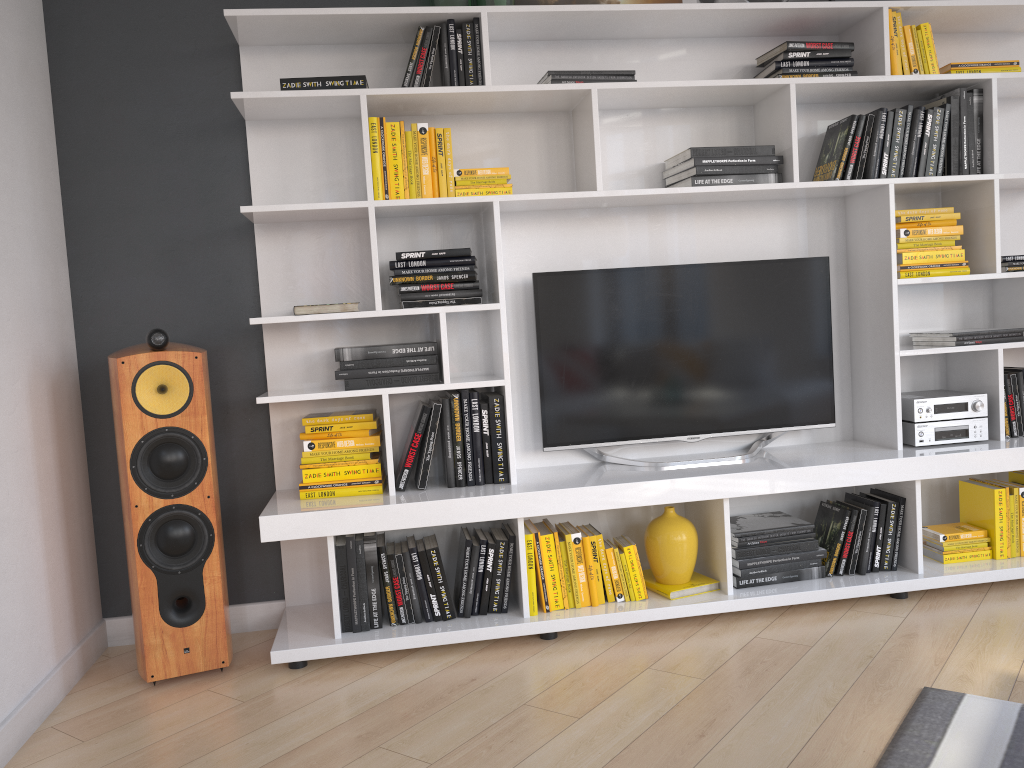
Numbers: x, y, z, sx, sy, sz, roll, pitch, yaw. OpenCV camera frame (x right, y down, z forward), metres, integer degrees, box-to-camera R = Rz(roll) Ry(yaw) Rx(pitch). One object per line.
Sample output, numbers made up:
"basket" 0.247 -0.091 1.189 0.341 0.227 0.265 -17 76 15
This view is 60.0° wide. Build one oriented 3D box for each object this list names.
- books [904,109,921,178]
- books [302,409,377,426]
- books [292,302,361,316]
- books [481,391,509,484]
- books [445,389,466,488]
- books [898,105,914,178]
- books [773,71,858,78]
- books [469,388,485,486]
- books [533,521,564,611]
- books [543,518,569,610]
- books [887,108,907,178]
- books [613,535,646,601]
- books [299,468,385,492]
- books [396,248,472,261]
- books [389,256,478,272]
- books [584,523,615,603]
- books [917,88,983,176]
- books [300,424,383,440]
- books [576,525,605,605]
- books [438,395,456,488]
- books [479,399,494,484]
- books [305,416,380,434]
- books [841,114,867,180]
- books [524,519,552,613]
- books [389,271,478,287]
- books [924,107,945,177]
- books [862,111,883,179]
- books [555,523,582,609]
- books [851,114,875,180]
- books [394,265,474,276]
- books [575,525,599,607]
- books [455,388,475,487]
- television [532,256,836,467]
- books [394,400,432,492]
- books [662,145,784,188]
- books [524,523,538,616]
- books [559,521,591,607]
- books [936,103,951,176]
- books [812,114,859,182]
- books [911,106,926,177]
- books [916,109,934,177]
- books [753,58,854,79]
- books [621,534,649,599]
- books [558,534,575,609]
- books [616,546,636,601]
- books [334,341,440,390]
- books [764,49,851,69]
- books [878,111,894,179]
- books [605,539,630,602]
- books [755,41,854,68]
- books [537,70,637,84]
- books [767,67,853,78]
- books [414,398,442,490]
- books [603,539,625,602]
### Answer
"books" 1.399 -0.847 3.193 0.069 0.242 0.172 -4 4 -7
"books" -0.588 0.114 3.044 0.234 0.024 0.171 -4 4 -4
"books" -0.624 -0.246 2.959 0.209 0.030 0.266 -5 4 -15
"books" -0.060 0.181 3.081 0.051 0.297 0.230 -4 4 -8
"books" -0.195 0.183 3.063 0.034 0.314 0.237 -4 4 -8
"books" 1.373 -0.857 3.217 0.066 0.260 0.197 -4 4 -8
"books" 1.049 -1.071 3.171 0.284 0.030 0.214 -4 4 -5
"books" -0.134 0.178 3.075 0.034 0.315 0.239 -4 4 -8
"books" 0.118 0.615 3.019 0.066 0.258 0.198 -4 4 -8
"books" 0.148 0.610 3.022 0.038 0.267 0.202 -4 4 -8
"books" 1.340 -0.850 3.212 0.084 0.249 0.191 -4 4 -8
"books" 0.400 0.628 3.039 0.067 0.193 0.148 -4 4 -7
"books" -0.574 0.325 3.022 0.269 0.025 0.213 -4 4 -5
"books" -0.260 -0.434 3.004 0.246 0.026 0.180 -4 4 -1
"books" -0.263 -0.407 3.033 0.284 0.030 0.214 -4 4 0
"books" 0.298 0.613 3.051 0.056 0.235 0.172 -4 4 -9
"books" 1.604 -0.901 3.274 0.128 0.321 0.259 -4 4 -8
"books" -0.581 0.164 3.028 0.238 0.023 0.167 -3 4 7
"books" 0.268 0.615 3.037 0.043 0.235 0.171 -4 4 -10
"books" -0.225 0.193 3.054 0.028 0.301 0.213 -4 4 -8
"books" -0.099 0.195 3.074 0.028 0.272 0.200 -4 4 -8
"books" -0.573 0.139 3.024 0.234 0.024 0.171 -4 4 -4
"books" 1.189 -0.830 3.192 0.096 0.234 0.187 -4 4 -8
"books" 0.083 0.612 3.008 0.048 0.271 0.213 -4 4 -8
"books" -0.261 -0.355 3.013 0.284 0.030 0.214 -4 4 0
"books" 1.481 -0.860 3.229 0.084 0.249 0.191 -4 4 -8
"books" 1.258 -0.836 3.175 0.069 0.242 0.172 -4 4 -7
"books" 0.190 0.614 3.015 0.041 0.252 0.180 -4 4 -8
"books" 1.222 -0.832 3.183 0.081 0.233 0.169 -4 4 -9
"books" -0.264 -0.380 3.014 0.264 0.020 0.189 -4 4 -5
"books" 0.248 0.616 3.014 0.043 0.240 0.169 -4 4 -9
"books" -0.164 0.174 3.070 0.026 0.326 0.237 -4 4 -8
"television" 0.635 -0.077 3.204 1.102 0.704 0.207 -4 4 -8
"books" -0.343 0.207 3.053 0.142 0.284 0.232 -4 4 -8
"books" 0.746 -0.752 3.161 0.343 0.137 0.277 -5 4 -13
"books" 0.048 0.616 2.982 0.029 0.270 0.204 -4 4 -8
"books" 0.213 0.612 3.029 0.055 0.252 0.185 -4 4 -10
"books" 1.514 -0.867 3.235 0.066 0.260 0.197 -4 4 -8
"books" 1.156 -0.828 3.183 0.104 0.234 0.182 -4 4 -8
"books" 1.417 -0.857 3.222 0.075 0.254 0.192 -4 4 -9
"books" 1.445 -0.854 3.213 0.071 0.243 0.179 -4 4 -9
"books" 1.044 -1.123 3.191 0.284 0.030 0.214 -4 4 -5
"books" 0.423 0.626 3.051 0.046 0.193 0.149 -4 4 -7
"books" 0.170 0.629 3.009 0.042 0.230 0.156 -4 4 -10
"books" 0.379 0.644 3.021 0.049 0.169 0.113 -4 4 -9
"books" -0.430 -0.065 3.031 0.343 0.137 0.277 -4 4 -8
"books" 1.050 -1.149 3.163 0.246 0.026 0.180 -4 4 -6
"books" 1.304 -0.842 3.202 0.068 0.243 0.179 -4 4 -9
"books" 0.357 0.635 3.030 0.046 0.187 0.134 -4 4 -8
"books" 1.044 -1.176 3.172 0.266 0.030 0.209 -5 4 -15
"books" 0.240 -1.020 3.050 0.310 0.047 0.250 -5 4 -13
"books" 1.046 -1.096 3.172 0.264 0.020 0.189 -4 4 -10
"books" -0.289 0.202 3.043 0.100 0.289 0.210 -4 4 -9
"books" 0.335 0.635 3.034 0.056 0.188 0.138 -4 4 -8
